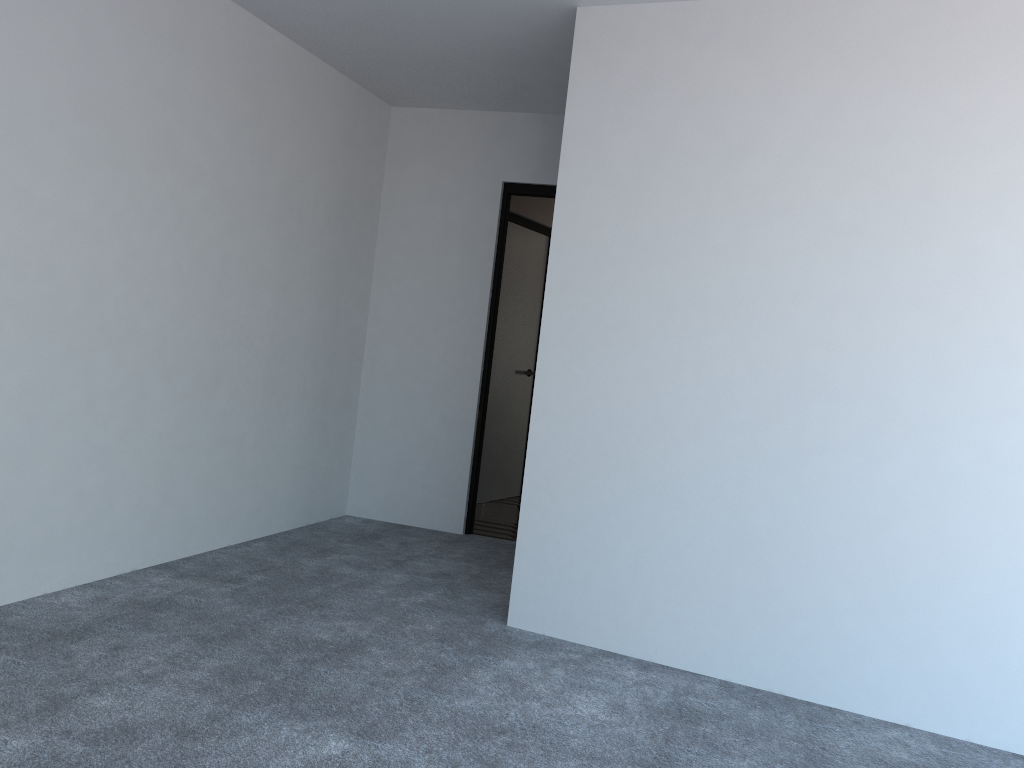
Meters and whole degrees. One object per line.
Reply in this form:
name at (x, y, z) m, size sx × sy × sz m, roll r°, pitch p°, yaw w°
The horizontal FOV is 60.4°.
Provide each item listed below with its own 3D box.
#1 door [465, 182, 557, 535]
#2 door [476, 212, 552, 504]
door at (0.163, -0.095, 4.676) m, size 0.974 × 2.092 × 1.006 m, roll 7°, pitch 1°, yaw 17°
door at (-0.072, -0.181, 6.423) m, size 0.147 × 2.092 × 1.043 m, roll 7°, pitch 1°, yaw 28°
